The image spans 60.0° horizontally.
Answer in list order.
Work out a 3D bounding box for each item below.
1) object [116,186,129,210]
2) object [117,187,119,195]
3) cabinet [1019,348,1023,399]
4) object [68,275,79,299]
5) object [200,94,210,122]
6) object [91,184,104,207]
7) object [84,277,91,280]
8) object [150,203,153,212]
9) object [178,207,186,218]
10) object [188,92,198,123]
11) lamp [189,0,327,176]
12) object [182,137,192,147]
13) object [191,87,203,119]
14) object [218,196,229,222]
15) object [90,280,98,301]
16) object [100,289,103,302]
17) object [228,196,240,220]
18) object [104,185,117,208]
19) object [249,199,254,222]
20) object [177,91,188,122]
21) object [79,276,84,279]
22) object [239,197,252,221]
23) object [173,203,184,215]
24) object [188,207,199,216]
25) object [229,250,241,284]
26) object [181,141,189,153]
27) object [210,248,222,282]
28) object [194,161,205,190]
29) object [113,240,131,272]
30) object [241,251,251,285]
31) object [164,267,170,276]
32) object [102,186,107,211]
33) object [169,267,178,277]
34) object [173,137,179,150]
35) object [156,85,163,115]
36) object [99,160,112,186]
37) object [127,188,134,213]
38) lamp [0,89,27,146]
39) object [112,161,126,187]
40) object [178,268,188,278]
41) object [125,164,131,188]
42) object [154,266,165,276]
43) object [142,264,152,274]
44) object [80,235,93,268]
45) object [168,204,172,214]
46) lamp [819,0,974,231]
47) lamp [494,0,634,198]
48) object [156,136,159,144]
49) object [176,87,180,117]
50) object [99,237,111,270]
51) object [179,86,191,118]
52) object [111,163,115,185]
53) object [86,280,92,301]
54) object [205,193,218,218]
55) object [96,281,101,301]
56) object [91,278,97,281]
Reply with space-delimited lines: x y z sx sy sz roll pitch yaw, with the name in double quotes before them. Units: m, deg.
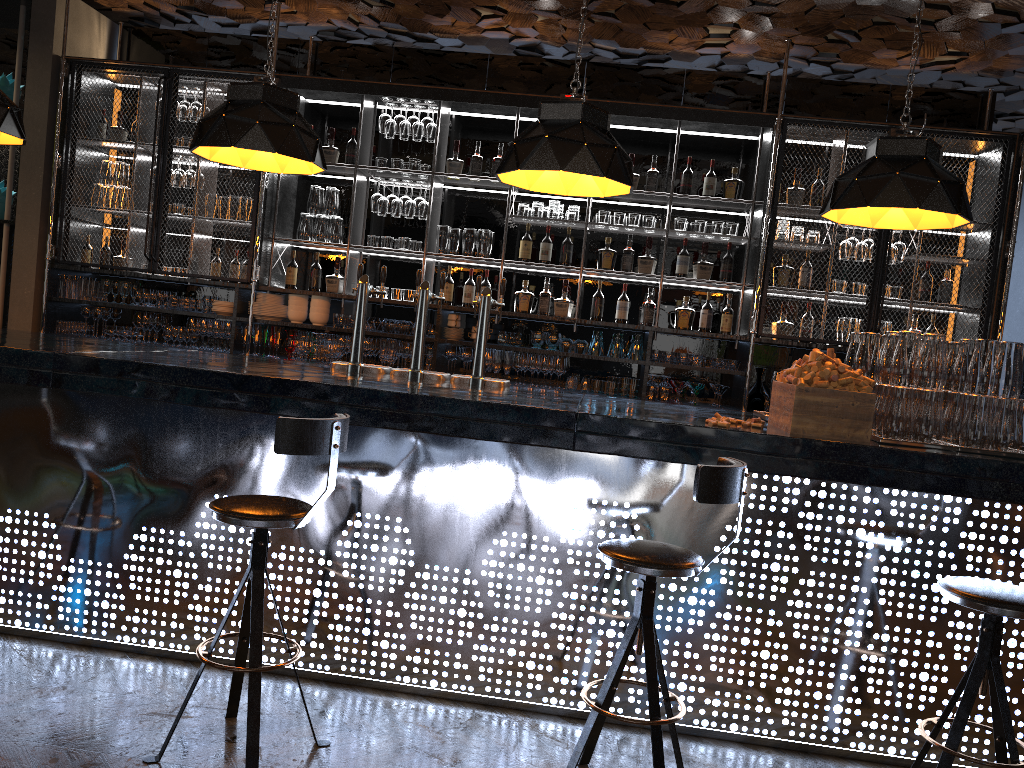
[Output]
"object" -2.946 -1.403 6.713 0.092 0.182 0.092 6 3 1
"object" -3.042 -1.420 6.829 0.092 0.182 0.092 6 3 1
"cabinet" 4.129 -0.171 4.867 0.691 3.514 4.416 6 3 5
"object" -3.260 -0.720 6.592 0.067 0.174 0.067 9 4 45
"object" -2.316 -2.083 6.703 0.081 0.213 0.081 7 3 11
"object" -3.148 -1.427 6.743 0.092 0.182 0.092 6 3 1
"object" -3.253 -0.729 6.759 0.067 0.174 0.067 4 4 -34
"object" -2.698 -1.326 6.713 0.077 0.080 0.077 7 3 17
"object" -2.532 -1.310 6.757 0.077 0.080 0.077 4 4 -30
"object" -2.405 -2.093 6.711 0.081 0.213 0.081 7 3 11
"lamp" -1.063 -1.784 3.976 0.582 1.564 0.607 6 3 5
"object" -2.419 -1.789 6.596 0.077 0.080 0.077 9 4 41
"object" -2.330 -2.077 6.560 0.081 0.213 0.081 7 3 11
"object" -2.179 -1.321 6.704 0.092 0.182 0.092 6 3 1
"object" -3.161 -0.704 6.685 0.058 0.152 0.051 4 4 -33
"object" -3.162 -0.710 6.804 0.051 0.152 0.058 8 4 30
"object" -2.076 -1.305 6.617 0.092 0.182 0.092 6 3 1
"object" -3.045 -1.415 6.734 0.092 0.182 0.092 6 3 1
"object" -1.965 -1.297 6.680 0.092 0.182 0.092 6 3 1
"object" -2.491 -2.103 6.720 0.081 0.213 0.081 7 3 11
"object" -3.260 -0.725 6.669 0.067 0.174 0.067 8 4 31
"object" -1.984 -1.294 6.587 0.092 0.182 0.092 6 3 1
"object" -2.484 -1.296 6.601 0.077 0.080 0.077 6 3 1
"object" -2.427 -1.299 6.754 0.077 0.080 0.077 6 3 1
"object" -2.089 -0.883 6.695 0.075 0.260 0.075 4 4 -36
"object" -2.485 -1.805 6.754 0.077 0.080 0.077 4 4 -29
"object" -2.227 -0.896 6.687 0.075 0.261 0.075 4 4 -36
"object" -2.369 -1.586 6.730 0.081 0.213 0.081 7 3 11
"object" -2.953 -0.968 6.740 0.108 0.244 0.108 7 3 19
"object" -1.989 -0.870 6.665 0.075 0.260 0.075 4 4 -36
"object" -2.669 -0.860 6.822 0.077 0.080 0.077 3 4 -45
"object" -3.147 -1.432 6.846 0.092 0.182 0.092 6 3 1
"object" -2.564 -0.844 6.738 0.077 0.080 0.077 4 4 -29
"object" -2.539 -1.805 6.652 0.077 0.080 0.077 9 4 41
"object" -2.600 -2.107 6.586 0.081 0.213 0.081 7 3 11
"object" -3.079 -1.602 6.728 0.092 0.182 0.092 6 3 1
"object" -2.948 -1.409 6.811 0.092 0.182 0.092 6 3 1
"lamp" -2.457 -1.907 3.985 0.582 1.606 0.607 6 3 5
"object" -2.977 -1.591 6.726 0.092 0.182 0.092 6 3 1
"object" -2.478 -0.832 6.674 0.077 0.080 0.077 6 3 -6
"object" -2.973 -1.595 6.805 0.092 0.182 0.092 6 3 1
"object" -2.649 -0.849 6.660 0.077 0.080 0.077 6 3 -9
"object" -2.751 -0.861 6.682 0.077 0.080 0.077 3 4 -45
"object" -3.251 -1.011 6.785 0.075 0.261 0.075 4 4 -36
"object" -2.602 -1.313 6.666 0.077 0.080 0.077 5 3 -16
"lamp" 1.698 -1.473 3.713 0.582 1.564 0.607 6 3 5
"lamp" 0.305 -1.623 3.726 0.582 1.564 0.607 6 3 5
"object" -2.641 -1.818 6.682 0.077 0.080 0.077 6 3 -4
"object" -2.505 -2.096 6.577 0.081 0.213 0.081 7 3 11
"object" -3.089 -0.992 6.742 0.075 0.260 0.075 9 4 39
"object" -2.420 -2.087 6.568 0.081 0.213 0.081 7 3 11
"object" -3.074 -1.607 6.825 0.092 0.182 0.092 6 3 1
"object" -3.172 -0.701 6.625 0.058 0.152 0.051 7 3 9
"object" -2.243 -1.323 6.610 0.092 0.182 0.092 6 3 1
"object" -3.153 -0.706 6.744 0.051 0.152 0.058 8 4 32
"object" -3.244 -0.733 6.845 0.067 0.174 0.067 3 4 -45
